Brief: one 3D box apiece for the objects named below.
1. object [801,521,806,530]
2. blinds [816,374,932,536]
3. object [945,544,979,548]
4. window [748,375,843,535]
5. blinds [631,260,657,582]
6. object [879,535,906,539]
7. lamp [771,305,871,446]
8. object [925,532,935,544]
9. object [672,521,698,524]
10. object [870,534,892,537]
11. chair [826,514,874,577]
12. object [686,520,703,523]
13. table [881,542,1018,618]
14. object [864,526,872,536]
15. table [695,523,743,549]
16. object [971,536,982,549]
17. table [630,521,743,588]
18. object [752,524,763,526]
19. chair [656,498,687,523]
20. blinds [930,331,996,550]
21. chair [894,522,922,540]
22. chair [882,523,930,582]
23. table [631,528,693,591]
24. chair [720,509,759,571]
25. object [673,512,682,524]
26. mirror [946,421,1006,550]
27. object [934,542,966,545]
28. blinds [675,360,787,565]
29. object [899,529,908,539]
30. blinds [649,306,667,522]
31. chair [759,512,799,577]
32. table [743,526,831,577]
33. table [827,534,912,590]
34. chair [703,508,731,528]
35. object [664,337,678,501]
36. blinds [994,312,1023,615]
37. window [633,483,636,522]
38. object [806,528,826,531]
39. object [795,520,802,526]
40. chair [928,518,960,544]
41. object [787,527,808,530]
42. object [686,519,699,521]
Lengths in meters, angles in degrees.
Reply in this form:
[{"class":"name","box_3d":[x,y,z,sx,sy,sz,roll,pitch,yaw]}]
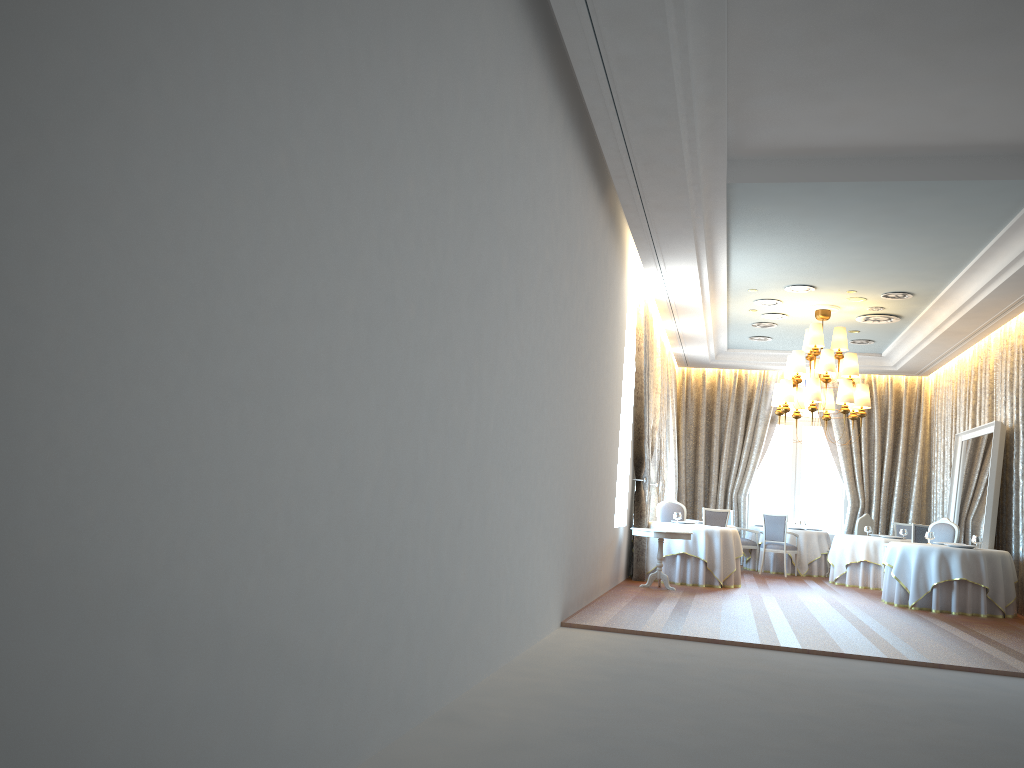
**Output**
[{"class":"object","box_3d":[5.730,2.779,17.469,0.128,0.165,0.128,3,-7,14]},{"class":"blinds","box_3d":[7.240,1.471,17.905,2.476,4.901,0.386,3,-7,14]},{"class":"object","box_3d":[5.903,2.129,11.648,0.419,0.036,0.419,3,-7,13]},{"class":"window","box_3d":[5.988,1.434,18.645,1.881,3.306,0.196,3,-7,14]},{"class":"blinds","box_3d":[2.032,0.512,13.390,0.315,4.930,2.204,3,-7,14]},{"class":"object","box_3d":[6.326,2.548,14.740,0.419,0.036,0.419,3,-7,13]},{"class":"lamp","box_3d":[4.762,-0.138,13.669,1.373,2.121,1.373,10,-9,-38]},{"class":"object","box_3d":[5.838,2.153,12.390,0.128,0.165,0.128,-3,-10,44]},{"class":"object","box_3d":[2.685,2.153,13.776,0.419,0.036,0.419,3,-7,13]},{"class":"object","box_3d":[6.479,2.659,15.538,0.419,0.036,0.419,3,-7,13]},{"class":"chair","box_3d":[6.290,3.011,16.492,0.563,1.233,0.690,9,-9,-36]},{"class":"object","box_3d":[3.231,2.402,15.443,0.419,0.036,0.419,3,-7,13]},{"class":"table","box_3d":[5.918,2.648,12.036,1.663,0.890,1.667,4,-7,3]},{"class":"object","box_3d":[6.197,2.561,15.440,0.128,0.165,0.128,3,-7,14]},{"class":"table","box_3d":[3.243,2.922,15.848,1.667,0.890,1.663,3,-7,8]},{"class":"object","box_3d":[6.197,2.109,11.823,0.128,0.165,0.128,3,-7,14]},{"class":"table","box_3d":[2.622,2.558,13.309,1.663,0.890,1.667,4,-7,3]},{"class":"object","box_3d":[4.861,2.746,17.209,0.419,0.036,0.419,3,-7,13]},{"class":"chair","box_3d":[2.632,2.444,14.165,0.563,1.233,0.690,6,-7,-11]},{"class":"blinds","box_3d":[7.834,1.209,15.591,0.238,4.819,4.439,3,-7,14]},{"class":"chair","box_3d":[7.123,3.082,16.102,0.650,1.108,0.629,0,-9,34]},{"class":"chair","box_3d":[6.350,2.773,14.095,0.650,1.108,0.629,6,-7,-16]},{"class":"table","box_3d":[1.987,2.362,11.873,0.761,0.801,0.760,10,-9,-36]},{"class":"chair","box_3d":[4.313,2.983,17.009,0.629,1.108,0.650,7,-8,-21]},{"class":"object","box_3d":[2.519,2.042,13.508,0.128,0.165,0.128,5,-7,-4]},{"class":"mirror","box_3d":[6.937,1.940,13.415,0.385,2.564,2.251,3,-7,14]},{"class":"object","box_3d":[6.155,2.252,12.474,0.419,0.036,0.419,3,-7,13]},{"class":"blinds","box_3d":[4.453,1.347,18.602,2.535,4.901,0.386,3,-7,14]},{"class":"object","box_3d":[6.597,2.529,14.944,0.128,0.165,0.128,3,-7,14]},{"class":"blinds","box_3d":[2.627,0.853,15.752,0.335,4.969,2.257,3,-7,14]},{"class":"chair","box_3d":[4.827,2.912,16.130,0.650,1.108,0.629,0,-8,29]},{"class":"table","box_3d":[5.339,3.246,17.173,1.667,0.890,1.663,0,-8,33]},{"class":"table","box_3d":[6.265,3.054,15.079,1.663,0.890,1.667,1,-8,28]},{"class":"chair","box_3d":[3.262,2.625,14.778,0.650,1.108,0.629,6,-7,-11]},{"class":"object","box_3d":[3.193,1.203,17.837,0.386,4.901,2.121,3,-7,14]},{"class":"blinds","box_3d":[6.817,0.606,11.381,0.238,4.819,4.439,3,-7,14]},{"class":"window","box_3d":[2.058,0.635,14.626,0.259,3.306,1.882,3,-7,14]},{"class":"object","box_3d":[5.845,2.813,17.155,0.419,0.036,0.419,3,-7,13]},{"class":"object","box_3d":[5.515,2.715,17.088,0.128,0.165,0.128,3,-7,14]},{"class":"chair","box_3d":[6.099,2.554,12.952,0.690,1.233,0.563,8,-8,-26]},{"class":"object","box_3d":[5.384,2.732,16.782,0.419,0.036,0.419,3,-7,13]},{"class":"object","box_3d":[3.245,2.519,16.368,0.419,0.036,0.419,3,-7,13]}]
